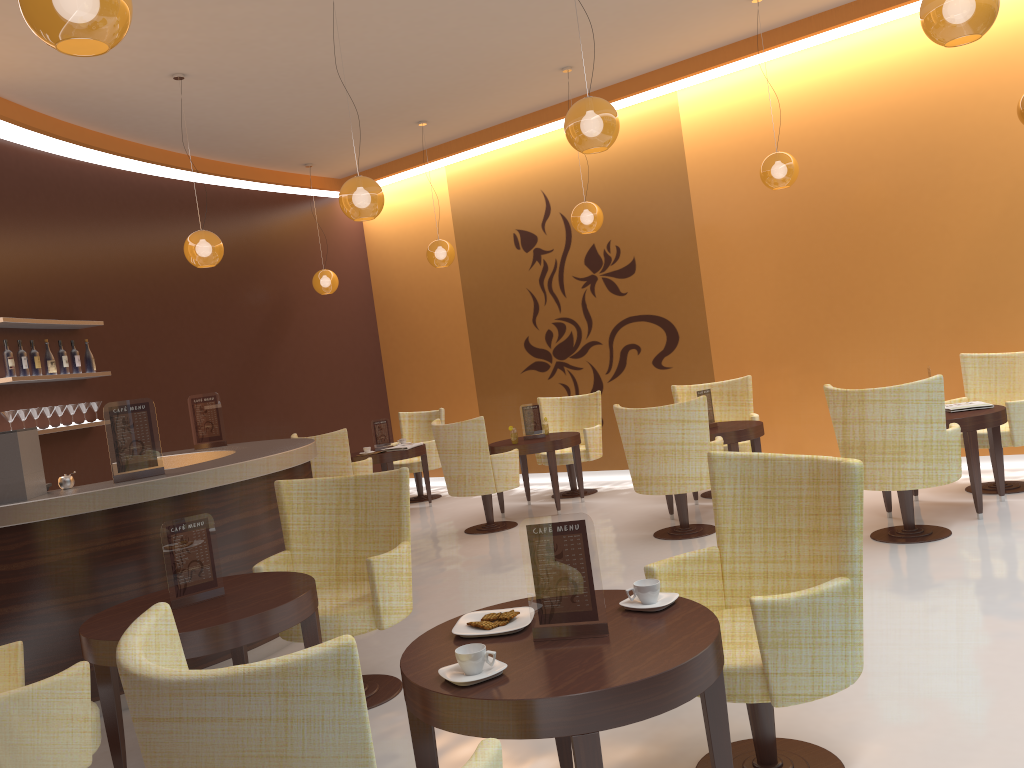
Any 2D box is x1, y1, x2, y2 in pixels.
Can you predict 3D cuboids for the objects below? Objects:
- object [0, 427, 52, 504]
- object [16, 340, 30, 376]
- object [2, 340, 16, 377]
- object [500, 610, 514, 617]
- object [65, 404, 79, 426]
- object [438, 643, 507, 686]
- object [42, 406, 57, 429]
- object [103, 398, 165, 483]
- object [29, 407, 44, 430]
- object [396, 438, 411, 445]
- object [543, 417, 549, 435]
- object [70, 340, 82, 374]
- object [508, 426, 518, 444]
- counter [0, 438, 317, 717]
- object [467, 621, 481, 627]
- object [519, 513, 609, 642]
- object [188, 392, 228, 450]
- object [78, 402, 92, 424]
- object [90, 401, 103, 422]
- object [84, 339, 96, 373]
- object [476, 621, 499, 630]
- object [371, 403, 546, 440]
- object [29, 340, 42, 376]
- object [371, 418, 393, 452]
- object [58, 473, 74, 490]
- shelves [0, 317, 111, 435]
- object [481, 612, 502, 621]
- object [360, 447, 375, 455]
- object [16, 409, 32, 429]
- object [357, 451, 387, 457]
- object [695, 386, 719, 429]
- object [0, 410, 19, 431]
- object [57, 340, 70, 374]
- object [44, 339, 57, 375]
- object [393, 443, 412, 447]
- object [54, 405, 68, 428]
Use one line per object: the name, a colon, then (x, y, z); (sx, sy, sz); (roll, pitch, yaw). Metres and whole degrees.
object: (-2.503, 0.405, 4.413); (0.270, 0.340, 0.373); (-8, 2, -8)
object: (-3.820, -0.196, 6.916); (0.073, 0.297, 0.073); (-8, 2, -15)
object: (-3.832, -0.189, 6.745); (0.073, 0.297, 0.073); (-8, 2, -15)
object: (-0.017, 0.691, 2.643); (0.054, 0.018, 0.051); (-8, 2, -5)
object: (-3.695, 0.260, 7.451); (0.137, 0.174, 0.137); (-8, 2, 12)
object: (-0.101, 0.695, 2.217); (0.153, 0.069, 0.153); (-9, 2, -30)
object: (-3.736, 0.274, 7.154); (0.137, 0.174, 0.137); (-8, 2, 12)
object: (-1.969, 0.289, 4.619); (0.258, 0.414, 0.052); (-9, 2, -39)
object: (-3.758, 0.280, 7.002); (0.137, 0.174, 0.137); (-8, 2, 12)
object: (-1.198, 0.638, 9.764); (0.153, 0.069, 0.153); (-7, 2, 21)
object: (0.325, 0.411, 8.683); (0.067, 0.171, 0.072); (-8, 2, -5)
object: (-3.730, -0.225, 7.569); (0.073, 0.297, 0.073); (-8, 2, -15)
object: (0.019, 0.467, 8.170); (0.067, 0.171, 0.072); (-7, 2, 20)
counter: (-1.980, 1.027, 5.648); (1.586, 1.100, 2.917); (-8, 2, -8)
object: (-0.101, 0.702, 2.596); (0.052, 0.018, 0.055); (-9, 2, -28)
object: (0.138, 0.523, 2.412); (0.209, 0.335, 0.042); (-8, 2, 12)
object: (-2.310, 0.279, 6.716); (0.258, 0.414, 0.052); (-8, 2, 6)
object: (-3.666, 0.252, 7.605); (0.137, 0.174, 0.137); (-9, 2, -28)
object: (-3.639, 0.244, 7.758); (0.137, 0.174, 0.137); (-8, 2, 12)
object: (-3.696, -0.240, 7.742); (0.086, 0.303, 0.086); (-9, 2, -38)
object: (-0.071, 0.697, 2.560); (0.054, 0.018, 0.051); (-7, 2, 36)
object: (-0.573, 0.444, 8.984); (2.090, 0.335, 0.187); (-7, 2, 34)
object: (-3.807, -0.202, 7.071); (0.073, 0.297, 0.073); (-7, 2, 35)
object: (-1.397, 0.543, 9.537); (0.209, 0.335, 0.042); (-9, 2, -30)
object: (-2.315, 0.507, 4.607); (0.075, 0.077, 0.075); (-8, 2, 6)
shelves: (-3.594, -0.035, 5.493); (0.586, 0.902, 4.744); (-8, 2, -5)
object: (-0.062, 0.696, 2.650); (0.055, 0.014, 0.053); (-7, 2, 20)
object: (-1.507, 0.695, 9.233); (0.153, 0.069, 0.153); (-9, 2, -26)
object: (-3.771, 0.285, 6.847); (0.137, 0.174, 0.137); (-8, 2, 2)
object: (-1.512, 0.725, 9.217); (0.239, 0.021, 0.464); (-9, 2, -39)
object: (1.577, 0.195, 7.211); (0.209, 0.335, 0.042); (-9, 2, -35)
object: (-3.784, 0.291, 6.693); (0.137, 0.174, 0.137); (-8, 2, 2)
object: (-3.757, -0.218, 7.413); (0.073, 0.297, 0.073); (-8, 2, -15)
object: (-3.790, -0.214, 7.257); (0.086, 0.303, 0.086); (-7, 2, 21)
object: (-1.178, 0.664, 9.775); (0.464, 0.021, 0.239); (-7, 2, 34)
object: (-3.719, 0.268, 7.300); (0.137, 0.174, 0.137); (-8, 2, 12)
